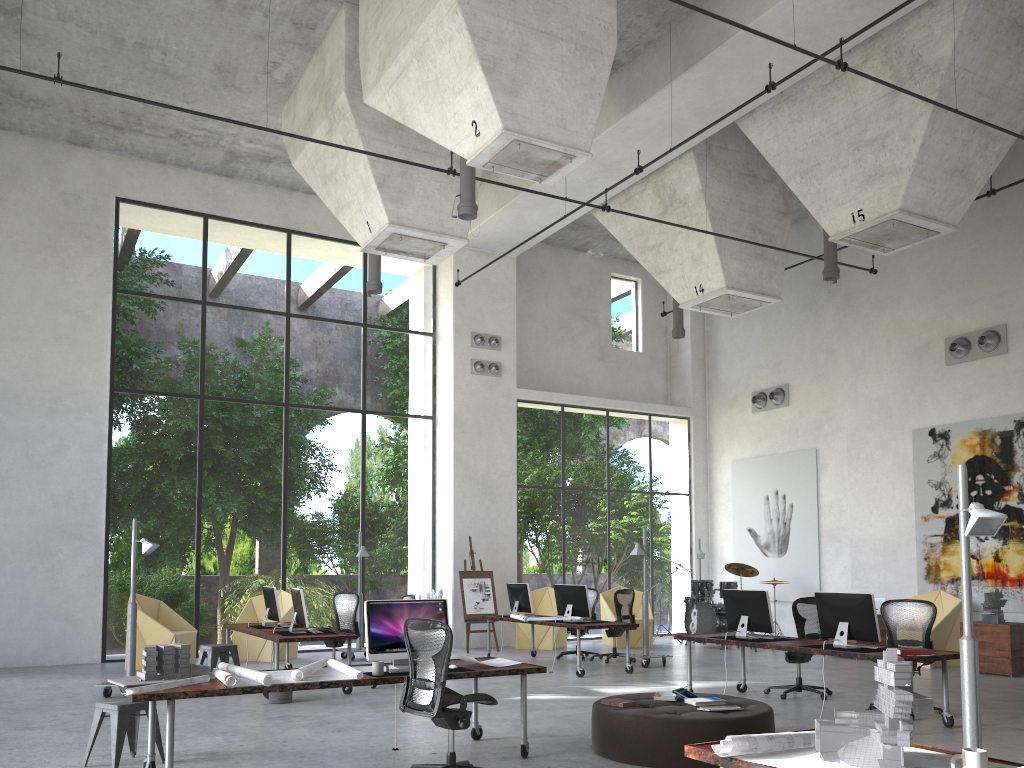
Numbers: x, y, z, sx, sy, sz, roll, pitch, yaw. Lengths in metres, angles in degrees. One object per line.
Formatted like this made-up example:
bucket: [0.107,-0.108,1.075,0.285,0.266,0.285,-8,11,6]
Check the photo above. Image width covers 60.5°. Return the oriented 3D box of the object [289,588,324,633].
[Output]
object: [-2.609,2.863,11.104,0.378,0.545,0.725,3,-9,-23]

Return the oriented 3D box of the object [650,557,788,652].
object: [4.158,4.282,17.354,1.896,1.721,2.997,8,-13,-44]

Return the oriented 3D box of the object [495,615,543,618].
object: [0.196,3.850,14.501,0.690,0.008,0.861,6,-13,-27]

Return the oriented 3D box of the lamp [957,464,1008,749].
lamp: [2.711,1.543,5.213,0.579,2.128,0.603,0,-5,-4]

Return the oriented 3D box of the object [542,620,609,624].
object: [0.961,3.566,13.153,0.692,0.008,0.858,9,-15,-37]

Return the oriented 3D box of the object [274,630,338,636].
object: [-2.605,3.143,11.084,0.689,0.008,0.862,5,-13,-22]

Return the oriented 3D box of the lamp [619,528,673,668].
lamp: [2.084,3.326,13.741,0.598,2.128,0.584,2,-5,-29]

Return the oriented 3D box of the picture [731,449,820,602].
picture: [5.407,2.975,18.183,0.020,2.983,2.365,2,-7,-29]

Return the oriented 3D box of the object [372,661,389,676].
object: [-1.004,2.167,6.695,0.122,0.099,0.089,0,-8,0]

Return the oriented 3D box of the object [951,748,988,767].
object: [1.781,1.471,3.409,0.122,0.099,0.089,0,-8,-1]

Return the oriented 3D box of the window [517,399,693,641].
window: [2.050,2.946,18.624,4.578,4.836,0.020,4,-6,-30]

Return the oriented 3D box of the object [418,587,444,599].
object: [-1.505,4.376,16.339,0.443,1.195,0.415,-4,-6,38]

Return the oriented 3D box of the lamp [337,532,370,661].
lamp: [-2.576,3.572,14.849,0.581,2.128,0.601,2,-5,-29]

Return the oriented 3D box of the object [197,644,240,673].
object: [-3.834,3.680,11.476,0.479,0.525,0.460,7,-10,-44]

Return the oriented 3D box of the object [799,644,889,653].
object: [3.422,2.651,8.811,0.690,0.008,0.861,6,-13,-27]

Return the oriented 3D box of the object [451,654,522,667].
object: [-0.215,2.302,7.346,0.471,0.085,0.442,5,-13,-26]

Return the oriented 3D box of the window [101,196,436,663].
window: [-4.124,1.003,16.069,5.982,7.759,0.068,4,-5,-30]

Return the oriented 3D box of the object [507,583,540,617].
object: [0.192,3.570,14.521,0.378,0.546,0.724,3,-10,-28]

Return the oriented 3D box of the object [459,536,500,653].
object: [-0.672,3.876,16.264,0.696,2.119,0.691,2,-5,-28]

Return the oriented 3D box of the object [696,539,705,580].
object: [4.047,4.403,18.898,0.579,2.128,0.603,-1,-5,5]

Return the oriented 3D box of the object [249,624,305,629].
object: [-3.290,3.398,12.296,0.690,0.008,0.861,6,-13,-27]

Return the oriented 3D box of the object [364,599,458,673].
object: [-0.806,2.012,7.056,0.717,0.546,0.381,5,-8,-28]

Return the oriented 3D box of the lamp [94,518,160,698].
lamp: [-4.621,2.710,10.701,0.596,2.128,0.586,0,-5,3]

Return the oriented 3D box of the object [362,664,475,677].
object: [-0.805,2.291,7.033,0.851,0.008,0.697,6,-13,-27]

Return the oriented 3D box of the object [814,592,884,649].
object: [3.418,2.371,8.831,0.378,0.546,0.724,3,-10,-28]

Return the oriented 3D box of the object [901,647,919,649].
object: [3.687,2.447,8.136,0.149,0.011,0.011,-7,-10,29]

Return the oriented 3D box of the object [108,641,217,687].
object: [-2.523,2.030,6.473,0.741,0.301,0.438,9,-13,-39]

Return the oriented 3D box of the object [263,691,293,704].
object: [-2.678,3.502,10.093,0.296,0.294,0.402,6,-11,-36]

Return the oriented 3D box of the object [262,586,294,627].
object: [-3.294,3.118,12.315,0.378,0.546,0.724,3,-10,-28]

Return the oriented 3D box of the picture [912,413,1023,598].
picture: [7.389,2.054,13.801,0.020,2.983,2.382,2,-7,-29]

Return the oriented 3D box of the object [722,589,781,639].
object: [2.744,2.622,10.020,0.378,0.546,0.724,3,-10,-28]

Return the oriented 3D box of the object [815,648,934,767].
object: [1.475,1.341,3.619,0.361,0.514,0.501,-1,-8,6]

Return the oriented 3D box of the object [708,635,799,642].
object: [2.748,2.902,10.000,0.690,0.008,0.861,6,-13,-27]

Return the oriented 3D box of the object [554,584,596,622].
object: [0.957,3.286,13.172,0.379,0.546,0.722,5,-10,-37]
